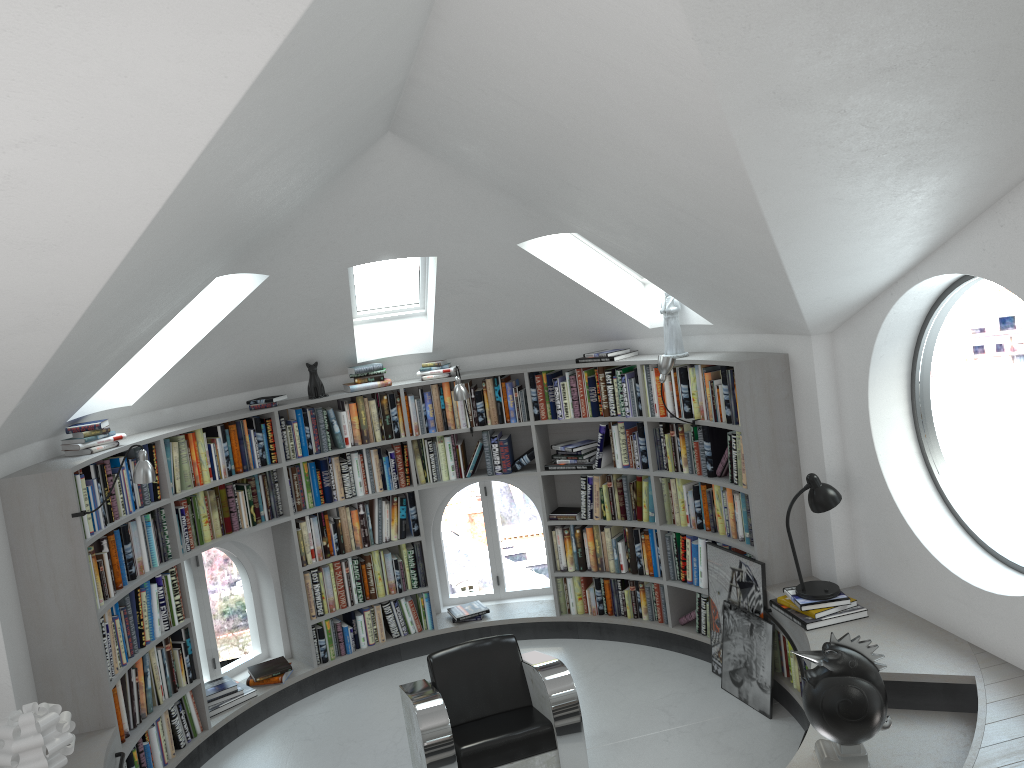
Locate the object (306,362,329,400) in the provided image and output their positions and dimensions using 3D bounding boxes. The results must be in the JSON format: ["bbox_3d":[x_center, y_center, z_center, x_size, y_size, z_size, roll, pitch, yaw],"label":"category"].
[{"bbox_3d":[-1.421,-0.032,6.436,0.147,0.264,0.202,-9,5,-14],"label":"object"}]

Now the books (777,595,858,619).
[{"bbox_3d":[1.657,1.185,4.822,0.287,0.034,0.305,-10,7,-21],"label":"books"}]

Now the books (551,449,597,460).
[{"bbox_3d":[0.487,0.519,6.620,0.285,0.031,0.270,-3,8,39],"label":"books"}]

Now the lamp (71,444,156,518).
[{"bbox_3d":[-2.060,0.487,4.568,0.414,0.311,0.117,-9,5,-14],"label":"lamp"}]

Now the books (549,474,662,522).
[{"bbox_3d":[0.724,0.803,6.450,0.973,0.351,0.252,-4,6,31],"label":"books"}]

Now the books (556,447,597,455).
[{"bbox_3d":[0.483,0.488,6.617,0.226,0.036,0.214,-3,8,39],"label":"books"}]

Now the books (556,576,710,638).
[{"bbox_3d":[0.964,1.537,6.368,1.496,0.310,0.361,-2,8,41],"label":"books"}]

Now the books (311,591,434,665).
[{"bbox_3d":[-1.069,1.783,6.643,1.021,0.306,0.288,-11,6,-26],"label":"books"}]

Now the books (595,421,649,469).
[{"bbox_3d":[0.854,0.412,6.340,0.552,0.350,0.256,-4,7,35],"label":"books"}]

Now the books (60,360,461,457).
[{"bbox_3d":[-1.615,0.083,6.036,2.823,0.173,0.747,-13,8,-41],"label":"books"}]

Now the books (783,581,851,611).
[{"bbox_3d":[1.653,1.153,4.820,0.269,0.031,0.286,-8,6,-1],"label":"books"}]

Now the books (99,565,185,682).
[{"bbox_3d":[-2.203,1.354,5.031,0.260,0.358,1.023,-7,6,6],"label":"books"}]

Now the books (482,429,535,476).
[{"bbox_3d":[0.003,0.490,6.710,0.399,0.340,0.225,-7,5,9],"label":"books"}]

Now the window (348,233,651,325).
[{"bbox_3d":[-0.785,-0.756,5.789,4.058,0.711,1.936,-9,6,-11],"label":"window"}]

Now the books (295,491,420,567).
[{"bbox_3d":[-1.167,1.042,6.586,1.000,0.351,0.297,-11,6,-28],"label":"books"}]

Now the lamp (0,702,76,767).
[{"bbox_3d":[-1.955,1.592,3.662,0.306,0.523,0.306,-10,5,-23],"label":"lamp"}]

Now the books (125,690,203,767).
[{"bbox_3d":[-2.133,2.085,5.154,0.282,0.319,0.921,-7,6,7],"label":"books"}]

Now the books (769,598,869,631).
[{"bbox_3d":[1.662,1.221,4.825,0.366,0.042,0.388,-9,6,-11],"label":"books"}]

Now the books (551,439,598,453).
[{"bbox_3d":[0.478,0.457,6.615,0.270,0.031,0.286,-11,7,-31],"label":"books"}]

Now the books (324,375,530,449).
[{"bbox_3d":[-0.624,0.182,6.674,1.566,0.366,0.394,-8,6,-6],"label":"books"}]

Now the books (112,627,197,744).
[{"bbox_3d":[-2.138,1.929,4.814,0.390,0.694,1.645,-8,6,-1],"label":"books"}]

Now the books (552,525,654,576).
[{"bbox_3d":[0.707,1.183,6.534,0.871,0.350,0.273,-4,6,30],"label":"books"}]

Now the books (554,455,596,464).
[{"bbox_3d":[0.491,0.550,6.622,0.285,0.031,0.270,-5,7,24],"label":"books"}]

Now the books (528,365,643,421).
[{"bbox_3d":[0.571,0.047,6.435,0.968,0.366,0.307,-4,7,32],"label":"books"}]

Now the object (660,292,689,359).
[{"bbox_3d":[1.057,-0.408,5.883,0.179,0.471,0.179,-8,5,-2],"label":"object"}]

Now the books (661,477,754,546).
[{"bbox_3d":[1.367,0.796,5.767,0.276,0.347,1.021,-10,7,-26],"label":"books"}]

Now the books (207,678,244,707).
[{"bbox_3d":[-1.980,2.075,5.959,0.270,0.031,0.286,-12,8,-34],"label":"books"}]

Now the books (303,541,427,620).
[{"bbox_3d":[-1.104,1.421,6.625,1.034,0.356,0.293,-11,6,-26],"label":"books"}]

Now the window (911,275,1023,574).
[{"bbox_3d":[2.375,0.169,4.118,0.104,1.467,1.473,-9,6,-11],"label":"window"}]

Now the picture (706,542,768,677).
[{"bbox_3d":[1.398,1.467,5.503,0.090,0.861,0.579,-9,5,-21],"label":"picture"}]

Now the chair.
[{"bbox_3d":[-0.121,1.833,4.761,0.824,0.718,0.742,-9,6,-16],"label":"chair"}]

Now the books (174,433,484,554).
[{"bbox_3d":[-1.329,0.714,6.338,2.535,0.370,0.591,-11,7,-30],"label":"books"}]

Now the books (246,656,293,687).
[{"bbox_3d":[-1.690,2.018,6.195,0.318,0.099,0.292,-9,6,-10],"label":"books"}]

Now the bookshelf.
[{"bbox_3d":[-0.550,0.990,5.930,4.336,1.876,2.112,-9,6,-11],"label":"bookshelf"}]

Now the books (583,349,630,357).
[{"bbox_3d":[0.682,-0.222,6.392,0.234,0.027,0.247,-13,8,-38],"label":"books"}]

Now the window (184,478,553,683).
[{"bbox_3d":[-1.168,1.415,6.697,3.237,1.148,0.617,-11,6,-25],"label":"window"}]

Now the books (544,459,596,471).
[{"bbox_3d":[0.495,0.582,6.625,0.387,0.042,0.367,-4,7,29],"label":"books"}]

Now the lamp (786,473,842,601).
[{"bbox_3d":[1.643,0.809,4.793,0.322,0.659,0.234,-7,5,4],"label":"lamp"}]

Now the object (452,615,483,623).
[{"bbox_3d":[-0.336,1.792,6.887,0.226,0.036,0.214,-7,6,5],"label":"object"}]

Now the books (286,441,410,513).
[{"bbox_3d":[-1.235,0.667,6.594,1.030,0.358,0.301,-11,6,-25],"label":"books"}]

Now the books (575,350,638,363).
[{"bbox_3d":[0.686,-0.194,6.394,0.336,0.036,0.317,-2,8,41],"label":"books"}]

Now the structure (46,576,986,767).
[{"bbox_3d":[-0.165,1.858,4.644,4.704,0.691,4.727,-3,8,34],"label":"structure"}]

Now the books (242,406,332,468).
[{"bbox_3d":[-1.632,0.365,6.343,0.684,0.345,0.265,-12,7,-34],"label":"books"}]

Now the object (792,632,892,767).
[{"bbox_3d":[1.373,1.301,3.677,0.321,0.561,0.320,-12,6,-38],"label":"object"}]

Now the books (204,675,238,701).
[{"bbox_3d":[-1.984,2.044,5.957,0.214,0.036,0.226,-12,8,-34],"label":"books"}]

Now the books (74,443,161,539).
[{"bbox_3d":[-2.332,0.602,4.980,0.300,0.360,1.036,-7,6,5],"label":"books"}]

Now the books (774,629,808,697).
[{"bbox_3d":[1.675,1.620,4.783,0.272,0.297,1.150,-7,6,3],"label":"books"}]

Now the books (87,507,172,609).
[{"bbox_3d":[-2.293,0.984,5.030,0.303,0.347,1.091,-7,6,4],"label":"books"}]

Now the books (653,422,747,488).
[{"bbox_3d":[1.307,0.417,5.739,0.280,0.357,1.053,-10,7,-25],"label":"books"}]

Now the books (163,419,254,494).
[{"bbox_3d":[-2.075,0.470,5.832,0.268,0.372,0.796,-4,7,32],"label":"books"}]

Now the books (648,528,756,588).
[{"bbox_3d":[1.372,1.172,5.852,0.304,0.358,1.184,-11,7,-30],"label":"books"}]

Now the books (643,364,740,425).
[{"bbox_3d":[1.252,0.038,5.718,0.293,0.361,1.014,-11,7,-29],"label":"books"}]

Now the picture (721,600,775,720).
[{"bbox_3d":[1.413,1.646,5.333,0.107,0.554,0.490,-9,6,-21],"label":"picture"}]

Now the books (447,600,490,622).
[{"bbox_3d":[-0.340,1.762,6.885,0.269,0.029,0.253,-10,7,-21],"label":"books"}]

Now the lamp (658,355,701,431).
[{"bbox_3d":[1.068,0.059,5.598,0.275,0.524,0.112,-10,5,-21],"label":"lamp"}]

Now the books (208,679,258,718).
[{"bbox_3d":[-1.975,2.109,5.962,0.388,0.042,0.367,-1,9,45],"label":"books"}]

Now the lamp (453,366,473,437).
[{"bbox_3d":[-0.363,0.135,6.452,0.113,0.565,0.358,-8,5,-4],"label":"lamp"}]
